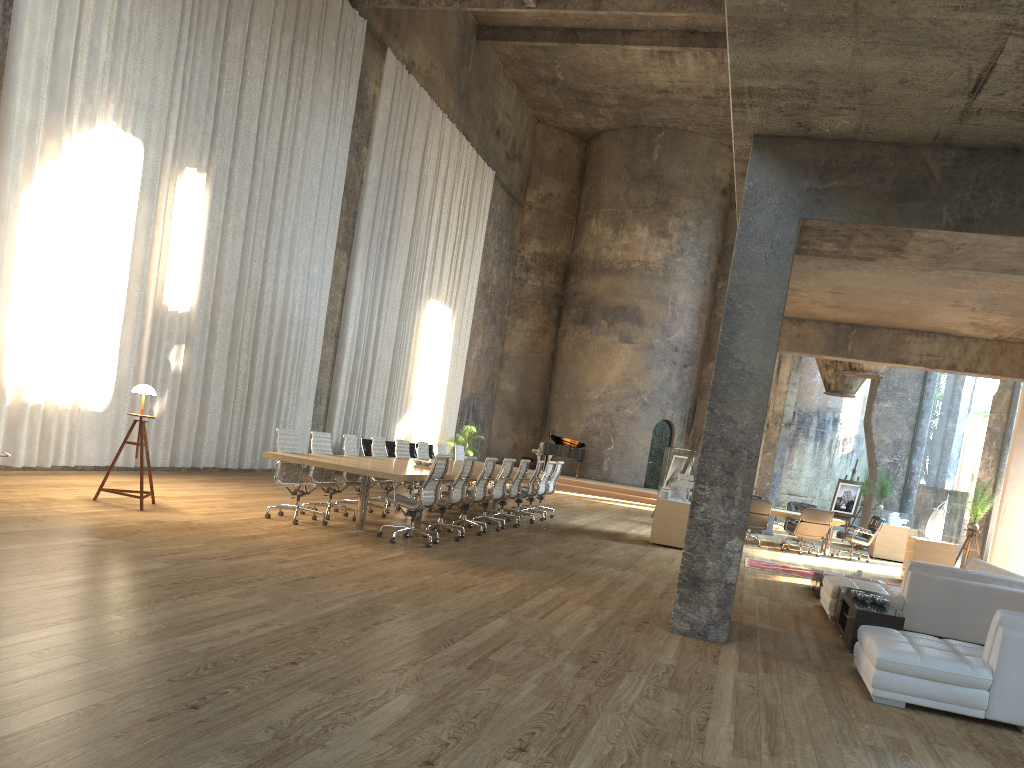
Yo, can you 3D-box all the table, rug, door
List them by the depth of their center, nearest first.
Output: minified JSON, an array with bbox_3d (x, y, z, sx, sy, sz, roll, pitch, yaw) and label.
[{"bbox_3d":[4.101,2.519,10.695,0.786,0.204,1.113,8,-3,15],"label":"table"},{"bbox_3d":[4.201,2.533,11.049,0.855,0.248,0.371,8,-1,15],"label":"table"},{"bbox_3d":[4.664,2.829,12.866,2.449,0.009,1.349,8,-3,15],"label":"rug"},{"bbox_3d":[-0.968,1.592,13.029,1.592,0.762,7.731,8,-3,16],"label":"table"},{"bbox_3d":[5.115,2.803,17.115,2.397,0.704,1.106,8,-1,15],"label":"table"},{"bbox_3d":[6.565,3.465,23.166,1.861,0.550,0.943,8,-2,15],"label":"table"},{"bbox_3d":[4.745,2.286,28.615,0.909,2.312,0.090,7,4,-27],"label":"door"}]

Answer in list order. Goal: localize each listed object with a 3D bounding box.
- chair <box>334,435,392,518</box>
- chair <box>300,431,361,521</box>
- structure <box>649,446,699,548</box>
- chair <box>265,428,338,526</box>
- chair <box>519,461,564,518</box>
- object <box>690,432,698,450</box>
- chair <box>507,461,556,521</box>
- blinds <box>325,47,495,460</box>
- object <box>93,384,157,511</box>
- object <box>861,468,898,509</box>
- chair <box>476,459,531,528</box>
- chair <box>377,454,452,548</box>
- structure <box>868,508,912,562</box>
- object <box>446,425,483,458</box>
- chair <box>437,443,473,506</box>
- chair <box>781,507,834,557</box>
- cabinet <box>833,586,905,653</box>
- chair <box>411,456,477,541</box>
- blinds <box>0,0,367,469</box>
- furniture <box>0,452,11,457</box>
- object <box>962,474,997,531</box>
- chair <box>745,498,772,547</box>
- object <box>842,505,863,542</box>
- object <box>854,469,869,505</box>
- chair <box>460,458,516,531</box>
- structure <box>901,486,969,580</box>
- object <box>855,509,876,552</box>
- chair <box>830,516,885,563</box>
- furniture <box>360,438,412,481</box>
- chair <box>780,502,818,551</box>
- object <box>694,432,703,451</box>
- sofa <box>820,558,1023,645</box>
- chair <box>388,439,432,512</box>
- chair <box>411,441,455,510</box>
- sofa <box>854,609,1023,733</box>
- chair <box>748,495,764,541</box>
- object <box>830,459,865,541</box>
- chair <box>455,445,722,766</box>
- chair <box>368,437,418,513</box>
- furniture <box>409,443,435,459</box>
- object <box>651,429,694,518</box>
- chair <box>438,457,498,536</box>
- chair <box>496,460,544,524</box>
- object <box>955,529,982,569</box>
[{"bbox_3d":[-1.961,1.230,11.746,0.695,1.032,0.665,9,2,15],"label":"chair"},{"bbox_3d":[-2.186,1.147,10.920,0.693,1.032,0.667,10,2,24],"label":"chair"},{"bbox_3d":[2.630,1.802,13.907,0.591,1.558,0.742,10,3,15],"label":"structure"},{"bbox_3d":[-2.384,1.066,10.078,0.694,1.032,0.666,9,2,21],"label":"chair"},{"bbox_3d":[0.525,1.855,15.808,0.694,1.032,0.666,9,2,21],"label":"chair"},{"bbox_3d":[4.171,2.223,21.619,0.675,2.161,0.705,12,5,41],"label":"object"},{"bbox_3d":[0.332,1.775,14.965,0.693,1.032,0.667,10,2,24],"label":"chair"},{"bbox_3d":[-2.162,-2.142,21.654,0.273,8.700,7.838,10,1,17],"label":"blinds"},{"bbox_3d":[-3.887,0.654,9.201,0.663,1.306,0.563,6,4,-41],"label":"object"},{"bbox_3d":[7.984,2.268,19.129,0.853,0.946,0.689,9,2,18],"label":"object"},{"bbox_3d":[-0.135,1.601,13.238,0.694,1.032,0.666,9,2,21],"label":"chair"},{"bbox_3d":[-1.092,1.244,9.720,0.694,1.032,0.667,9,2,21],"label":"chair"},{"bbox_3d":[7.841,3.122,18.072,0.731,1.021,0.744,9,2,15],"label":"structure"},{"bbox_3d":[-1.318,1.869,24.423,1.089,1.466,1.126,9,1,6],"label":"object"},{"bbox_3d":[-1.022,1.584,15.252,0.694,1.032,0.666,9,2,19],"label":"chair"},{"bbox_3d":[5.434,2.709,16.313,0.732,0.898,0.814,8,1,-11],"label":"chair"},{"bbox_3d":[3.157,2.121,7.896,0.393,0.371,1.565,9,-3,16],"label":"cabinet"},{"bbox_3d":[-0.841,1.337,10.635,0.694,1.032,0.666,9,2,19],"label":"chair"},{"bbox_3d":[-4.430,-2.988,13.312,0.273,8.700,7.838,10,1,17],"label":"blinds"},{"bbox_3d":[-5.466,0.547,7.802,0.704,0.846,1.875,9,-2,16],"label":"furniture"},{"bbox_3d":[7.444,1.882,14.049,0.686,0.946,0.857,9,1,6],"label":"object"},{"bbox_3d":[4.462,2.573,16.540,0.727,0.898,0.820,9,1,9],"label":"chair"},{"bbox_3d":[8.552,3.460,21.529,0.656,0.979,0.569,9,2,9],"label":"object"},{"bbox_3d":[8.649,2.511,21.497,0.680,0.946,0.865,10,1,36],"label":"object"},{"bbox_3d":[-0.369,1.514,12.389,0.693,1.032,0.667,10,2,24],"label":"chair"},{"bbox_3d":[6.611,2.408,13.796,0.591,1.558,0.742,10,3,15],"label":"structure"},{"bbox_3d":[7.968,3.224,19.084,0.663,0.979,0.563,7,3,-38],"label":"object"},{"bbox_3d":[6.548,2.905,16.727,0.818,0.898,0.729,9,1,10],"label":"chair"},{"bbox_3d":[-2.575,1.639,18.647,0.704,0.846,1.875,9,-2,16],"label":"furniture"},{"bbox_3d":[5.817,2.851,17.712,0.725,0.898,0.822,9,1,16],"label":"chair"},{"bbox_3d":[2.886,1.616,14.752,0.681,2.161,0.700,10,4,14],"label":"object"},{"bbox_3d":[4.548,2.274,9.910,2.053,0.725,2.935,8,-3,15],"label":"sofa"},{"bbox_3d":[-1.494,1.407,13.498,0.693,1.032,0.667,10,2,24],"label":"chair"},{"bbox_3d":[-1.260,1.494,14.366,0.694,1.032,0.666,9,2,21],"label":"chair"},{"bbox_3d":[3.446,1.864,5.854,2.057,0.726,1.073,8,-1,15],"label":"sofa"},{"bbox_3d":[4.754,2.704,17.996,0.724,0.898,0.824,9,1,22],"label":"chair"},{"bbox_3d":[8.654,2.977,22.675,0.692,2.161,0.689,12,5,44],"label":"object"},{"bbox_3d":[1.917,2.052,15.389,12.881,1.037,31.571,8,-3,16],"label":"chair"},{"bbox_3d":[-1.727,1.320,12.649,0.694,1.032,0.666,9,2,21],"label":"chair"},{"bbox_3d":[-1.948,1.873,20.951,0.704,0.846,1.875,9,-2,16],"label":"furniture"},{"bbox_3d":[3.777,2.052,19.769,0.689,2.161,0.691,5,5,-43],"label":"object"},{"bbox_3d":[-0.602,1.426,11.521,0.694,1.032,0.666,9,2,21],"label":"chair"},{"bbox_3d":[0.115,1.693,14.137,0.695,1.032,0.665,9,2,15],"label":"chair"},{"bbox_3d":[7.240,2.817,14.129,0.662,0.979,0.564,8,2,-21],"label":"object"}]
